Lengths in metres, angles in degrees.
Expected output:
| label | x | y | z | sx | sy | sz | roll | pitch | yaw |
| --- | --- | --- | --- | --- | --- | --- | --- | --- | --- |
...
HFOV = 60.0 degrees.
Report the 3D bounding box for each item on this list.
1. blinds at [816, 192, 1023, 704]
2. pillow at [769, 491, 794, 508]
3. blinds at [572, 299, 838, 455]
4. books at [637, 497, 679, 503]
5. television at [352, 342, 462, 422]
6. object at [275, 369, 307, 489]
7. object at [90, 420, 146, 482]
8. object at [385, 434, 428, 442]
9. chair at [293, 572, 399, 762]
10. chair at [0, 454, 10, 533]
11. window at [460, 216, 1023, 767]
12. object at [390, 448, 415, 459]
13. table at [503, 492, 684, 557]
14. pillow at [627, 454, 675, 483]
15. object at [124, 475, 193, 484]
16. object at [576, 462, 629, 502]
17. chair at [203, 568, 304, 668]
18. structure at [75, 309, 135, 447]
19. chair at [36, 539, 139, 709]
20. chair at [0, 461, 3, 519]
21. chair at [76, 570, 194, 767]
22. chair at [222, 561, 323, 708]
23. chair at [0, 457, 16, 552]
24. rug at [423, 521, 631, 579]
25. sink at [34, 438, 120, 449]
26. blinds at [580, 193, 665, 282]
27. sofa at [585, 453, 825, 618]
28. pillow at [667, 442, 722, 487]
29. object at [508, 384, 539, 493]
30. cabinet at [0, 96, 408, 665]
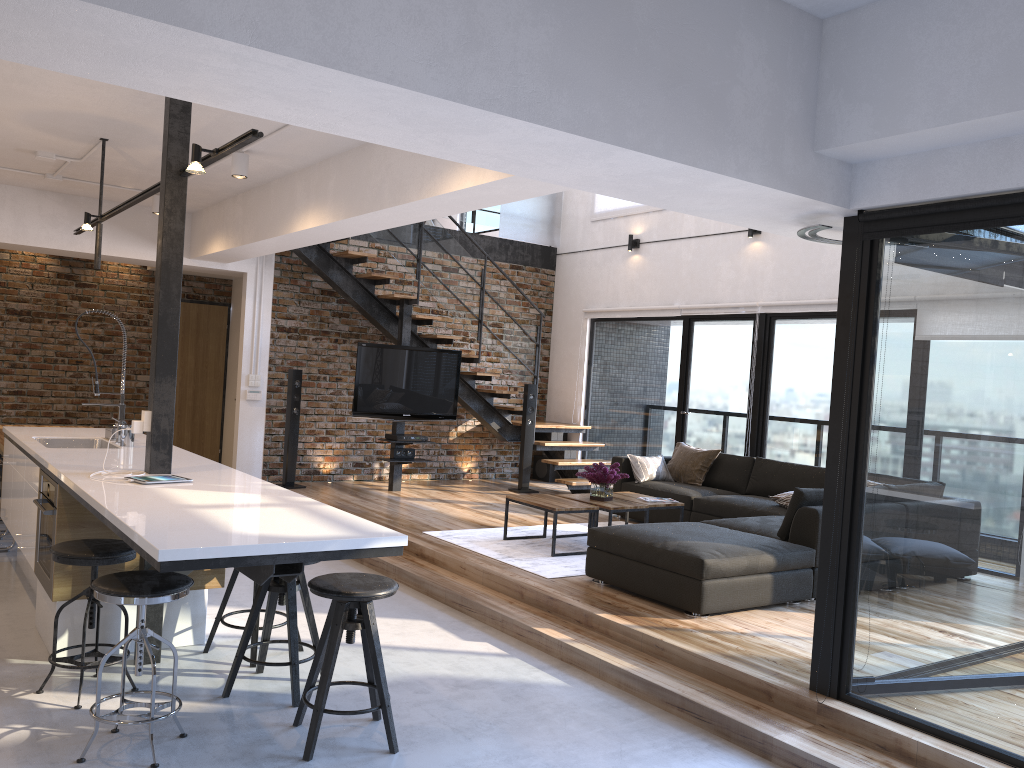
| label | x | y | z | sx | sy | sz | roll | pitch | yaw |
| --- | --- | --- | --- | --- | --- | --- | --- | --- | --- |
| blinds | 2.243 | 0.366 | 3.642 | 1.828 | 2.053 | 3.860 | 4 | 1 | 9 |
| pillow | 2.374 | 0.946 | 7.147 | 0.531 | 0.178 | 0.355 | 3 | 1 | -37 |
| blinds | 2.327 | 0.225 | 8.597 | 0.096 | 2.044 | 5.365 | 3 | 1 | -35 |
| books | 1.171 | 0.932 | 7.123 | 0.295 | 0.013 | 0.228 | 4 | 0 | -14 |
| television | -1.087 | 0.002 | 9.150 | 1.207 | 0.783 | 0.136 | 3 | 1 | -35 |
| object | -2.241 | 0.453 | 9.038 | 0.271 | 1.206 | 0.271 | 5 | 2 | 45 |
| object | -1.789 | 0.295 | 4.024 | 0.214 | 0.246 | 0.417 | 3 | 1 | -14 |
| object | -1.083 | 0.553 | 9.125 | 0.360 | 0.058 | 0.275 | 3 | 1 | -35 |
| chair | -0.645 | 1.092 | 3.512 | 0.367 | 0.630 | 0.366 | 3 | 1 | -20 |
| chair | -3.987 | 0.773 | 7.083 | 0.540 | 0.769 | 0.519 | 3 | 1 | -35 |
| window | 0.946 | -1.316 | 7.788 | 5.665 | 5.569 | 13.389 | 3 | 1 | -35 |
| object | -1.135 | 0.721 | 9.197 | 0.247 | 0.112 | 0.088 | 3 | 1 | -35 |
| table | 0.661 | 1.082 | 6.956 | 1.299 | 0.350 | 0.697 | 3 | 1 | -35 |
| pillow | 1.325 | 0.808 | 8.431 | 0.499 | 0.266 | 0.212 | 3 | 1 | -34 |
| object | -1.577 | 0.428 | 3.960 | 0.187 | 0.013 | 0.240 | 4 | 1 | 40 |
| object | 0.711 | 0.739 | 6.945 | 0.375 | 0.343 | 0.341 | 3 | 1 | -34 |
| chair | -1.287 | 1.042 | 4.488 | 0.366 | 0.630 | 0.367 | 4 | 1 | 30 |
| structure | -2.427 | -0.042 | 5.540 | 0.392 | 0.813 | 0.507 | 4 | 1 | 4 |
| chair | -1.809 | 1.009 | 3.819 | 0.357 | 0.636 | 0.357 | 4 | 1 | 33 |
| chair | -4.455 | 0.739 | 7.521 | 0.540 | 0.769 | 0.519 | 3 | 1 | -40 |
| chair | -1.389 | 1.041 | 3.298 | 0.358 | 0.636 | 0.356 | 4 | 1 | 10 |
| chair | -1.041 | 1.062 | 3.998 | 0.365 | 0.630 | 0.365 | 4 | 1 | 10 |
| chair | -3.857 | 0.788 | 6.364 | 0.540 | 0.769 | 0.519 | 3 | 1 | -35 |
| rug | 0.622 | 1.255 | 6.934 | 2.114 | 0.003 | 1.636 | 3 | 1 | -35 |
| sink | -2.642 | 0.464 | 5.362 | 0.406 | 0.203 | 0.706 | 3 | 1 | -35 |
| blinds | 0.356 | -2.747 | 9.988 | 10.198 | 2.977 | 1.996 | 4 | 1 | 33 |
| sofa | 1.399 | 0.957 | 6.954 | 3.000 | 0.700 | 3.042 | 3 | 1 | -35 |
| pillow | 1.691 | 0.766 | 8.500 | 0.265 | 0.382 | 0.609 | 3 | 1 | -35 |
| object | 0.169 | 0.603 | 9.892 | 0.271 | 1.206 | 0.271 | 3 | 2 | -30 |
| cabinet | -3.220 | -0.210 | 5.177 | 2.474 | 2.873 | 9.109 | 3 | 1 | -35 |
